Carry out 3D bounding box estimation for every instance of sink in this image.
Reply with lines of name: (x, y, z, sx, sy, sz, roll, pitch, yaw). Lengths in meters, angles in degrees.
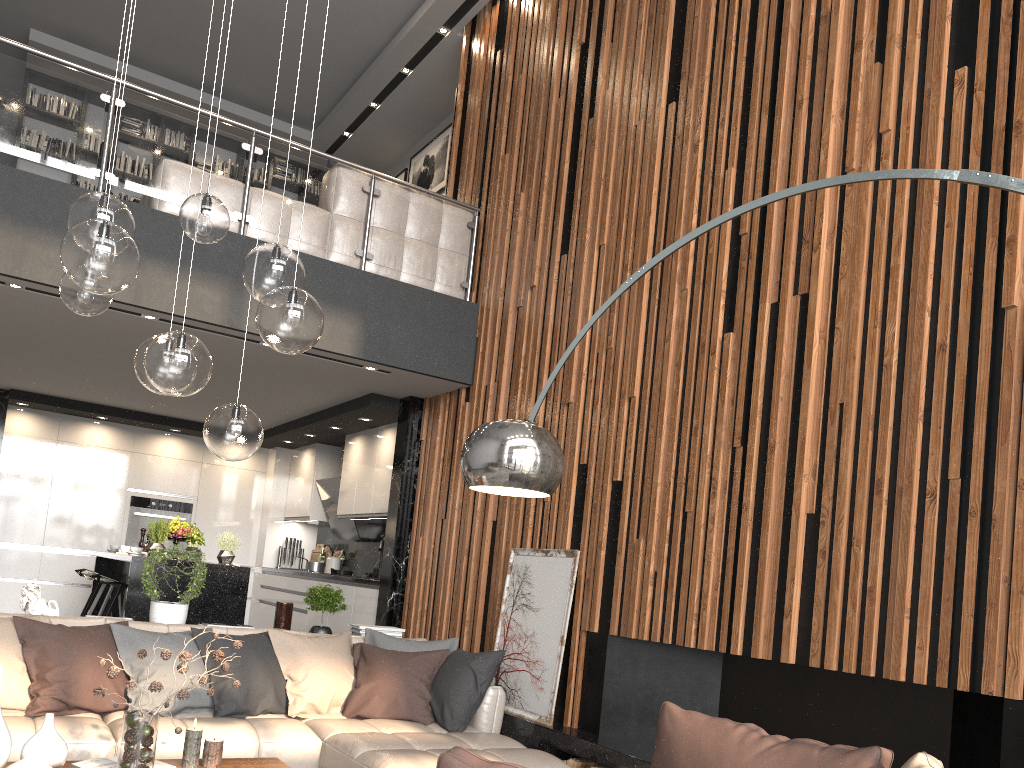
sink: (-1.375, 1.722, 8.234, 0.504, 0.537, 1.122, 11, -12, -30)

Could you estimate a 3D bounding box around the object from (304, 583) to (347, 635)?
object: (-1.245, 1.516, 5.758, 0.308, 0.402, 0.277, 3, -7, 19)

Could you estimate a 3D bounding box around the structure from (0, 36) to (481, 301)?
structure: (-2.920, -1.140, 6.832, 4.278, 0.727, 3.406, 13, -15, -30)

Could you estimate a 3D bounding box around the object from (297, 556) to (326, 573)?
object: (-2.108, 1.908, 9.230, 0.203, 0.151, 0.349, 14, -14, -39)

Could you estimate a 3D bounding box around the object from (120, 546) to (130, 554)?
object: (-3.394, 1.457, 7.680, 0.077, 0.069, 0.086, 3, -10, 18)

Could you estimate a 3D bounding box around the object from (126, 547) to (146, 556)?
object: (-3.085, 1.376, 7.185, 0.155, 0.069, 0.159, 0, -13, 27)

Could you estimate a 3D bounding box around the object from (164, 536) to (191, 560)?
object: (-2.812, 1.373, 7.311, 0.366, 0.185, 0.376, 1, -12, 22)

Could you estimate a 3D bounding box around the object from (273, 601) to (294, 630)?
object: (-1.470, 1.530, 5.612, 0.110, 0.264, 0.109, 8, -6, -25)

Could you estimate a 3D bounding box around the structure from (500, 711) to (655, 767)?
structure: (0.911, 2.054, 4.217, 0.675, 0.450, 6.590, 12, -14, -30)

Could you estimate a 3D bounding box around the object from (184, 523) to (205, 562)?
object: (-2.556, 1.273, 7.033, 0.180, 0.307, 0.174, 8, -7, -20)

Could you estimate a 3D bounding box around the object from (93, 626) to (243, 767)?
object: (-1.227, 1.182, 3.224, 0.316, 0.593, 0.554, 2, -9, 30)

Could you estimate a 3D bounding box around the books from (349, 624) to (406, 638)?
books: (-0.918, 1.712, 5.906, 0.337, 0.148, 0.201, 13, -12, -30)

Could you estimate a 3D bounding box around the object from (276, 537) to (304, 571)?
object: (-2.559, 1.968, 10.143, 0.326, 0.367, 0.067, 11, -6, -31)

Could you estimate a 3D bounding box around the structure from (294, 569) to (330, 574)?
structure: (-1.926, 1.967, 9.074, 0.517, 0.059, 0.606, 13, -15, -30)

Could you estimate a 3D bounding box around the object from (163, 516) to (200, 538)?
object: (-2.793, 1.214, 7.334, 0.352, 0.211, 0.321, 13, -12, -33)

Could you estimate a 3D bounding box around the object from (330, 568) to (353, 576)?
object: (-1.790, 1.921, 8.966, 0.232, 0.059, 0.359, -4, -16, 36)

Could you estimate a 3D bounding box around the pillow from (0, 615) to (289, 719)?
pillow: (-1.972, 1.470, 4.530, 1.968, 0.491, 0.546, 14, -12, -32)

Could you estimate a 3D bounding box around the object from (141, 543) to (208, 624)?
object: (-2.045, 1.238, 5.257, 0.215, 0.567, 0.392, 2, -8, 39)

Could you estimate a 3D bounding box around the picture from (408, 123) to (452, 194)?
picture: (-0.840, -2.139, 8.821, 0.025, 0.644, 0.999, 8, -10, -30)

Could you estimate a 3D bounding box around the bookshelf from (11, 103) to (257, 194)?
bookshelf: (-3.459, -1.466, 9.489, 3.567, 2.476, 0.249, 12, -7, -31)

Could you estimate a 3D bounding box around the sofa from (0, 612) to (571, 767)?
sofa: (-1.418, 1.656, 4.303, 3.287, 0.805, 1.892, 13, -14, -31)

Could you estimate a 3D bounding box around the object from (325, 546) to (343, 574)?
object: (-1.936, 1.917, 9.516, 0.177, 0.300, 0.159, 9, -7, -28)

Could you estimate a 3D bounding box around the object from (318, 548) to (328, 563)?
object: (-2.115, 1.973, 9.793, 0.090, 0.279, 0.082, 9, -6, -31)

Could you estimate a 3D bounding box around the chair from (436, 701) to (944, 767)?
chair: (0.317, 1.287, 2.127, 1.482, 0.884, 1.474, 7, -11, -4)

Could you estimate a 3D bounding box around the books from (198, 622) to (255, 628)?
books: (-1.788, 1.539, 5.428, 0.329, 0.097, 0.206, 13, -14, -31)

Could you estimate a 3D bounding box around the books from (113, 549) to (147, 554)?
books: (-3.473, 1.549, 8.036, 0.327, 0.037, 0.174, 14, -15, -31)

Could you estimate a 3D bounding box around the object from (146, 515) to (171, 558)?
object: (-2.784, 1.194, 6.917, 0.196, 0.363, 0.190, 4, -6, 14)

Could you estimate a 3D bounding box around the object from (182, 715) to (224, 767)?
object: (-1.251, 1.453, 3.560, 0.154, 0.208, 0.078, 9, -6, -21)

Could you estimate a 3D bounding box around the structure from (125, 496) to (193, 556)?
structure: (-4.067, 1.639, 9.960, 0.663, 0.622, 0.656, 11, -10, -31)

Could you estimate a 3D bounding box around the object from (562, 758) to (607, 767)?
object: (1.383, 1.909, 3.109, 0.441, 0.383, 4.077, 11, -14, -29)

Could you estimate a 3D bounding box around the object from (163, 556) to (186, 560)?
object: (-3.311, 1.717, 8.667, 0.294, 0.030, 0.404, 13, -15, -30)

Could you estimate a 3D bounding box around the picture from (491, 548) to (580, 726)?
picture: (0.111, 1.477, 5.235, 0.102, 0.983, 0.733, 8, -7, -30)

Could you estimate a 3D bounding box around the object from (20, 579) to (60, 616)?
object: (-2.630, 1.237, 4.887, 0.208, 0.285, 0.137, 7, -6, -12)

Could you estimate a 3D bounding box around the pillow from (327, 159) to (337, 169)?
pillow: (-1.184, -1.189, 6.932, 0.761, 0.537, 1.415, 6, -12, 0)

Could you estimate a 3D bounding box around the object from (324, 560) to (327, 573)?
object: (-2.087, 2.018, 9.716, 0.182, 0.160, 0.275, 11, -12, -30)

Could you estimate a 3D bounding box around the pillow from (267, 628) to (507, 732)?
pillow: (-0.745, 1.748, 5.162, 1.383, 0.539, 0.777, 6, -10, -1)

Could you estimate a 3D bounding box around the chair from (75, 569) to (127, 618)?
chair: (-3.545, 2.001, 7.571, 0.439, 0.724, 1.743, 10, -12, -30)

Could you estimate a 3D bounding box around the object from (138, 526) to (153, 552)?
object: (-3.536, 1.538, 8.545, 0.200, 0.279, 0.153, -1, -9, 42)

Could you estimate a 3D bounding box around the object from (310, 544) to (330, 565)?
object: (-2.223, 2.005, 10.074, 0.099, 0.325, 0.404, 9, -10, -30)

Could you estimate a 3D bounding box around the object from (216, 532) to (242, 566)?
object: (-2.334, 1.348, 7.200, 0.222, 0.280, 0.213, 8, -8, -18)

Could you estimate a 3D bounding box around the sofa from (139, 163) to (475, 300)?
sofa: (-1.804, -1.019, 6.933, 2.307, 0.768, 2.307, 13, -14, -30)

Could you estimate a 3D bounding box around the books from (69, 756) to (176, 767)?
books: (-1.482, 1.466, 3.348, 0.231, 0.039, 0.350, -3, -16, 35)

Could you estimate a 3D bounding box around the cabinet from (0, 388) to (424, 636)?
cabinet: (-2.997, 1.152, 8.078, 3.666, 3.188, 6.256, 11, -12, -30)

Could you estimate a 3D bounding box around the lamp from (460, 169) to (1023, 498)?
lamp: (0.660, 0.610, 2.162, 2.030, 2.299, 0.325, 0, -7, 35)

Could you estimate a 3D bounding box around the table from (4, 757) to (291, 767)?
table: (-1.433, 1.607, 3.089, 1.472, 0.349, 0.905, 13, -14, -31)

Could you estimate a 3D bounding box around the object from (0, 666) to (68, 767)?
object: (-1.742, 1.197, 3.081, 0.317, 0.391, 0.324, 7, -8, -12)

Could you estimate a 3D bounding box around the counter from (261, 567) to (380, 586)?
counter: (-1.702, 1.925, 8.706, 0.618, 0.039, 3.488, 13, -15, -29)

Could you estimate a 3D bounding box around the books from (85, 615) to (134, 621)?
books: (-2.343, 1.410, 5.091, 0.353, 0.098, 0.195, 13, -13, -31)

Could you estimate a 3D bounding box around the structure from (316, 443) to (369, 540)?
structure: (-1.751, 1.115, 9.188, 0.418, 1.014, 0.742, 9, -8, -31)

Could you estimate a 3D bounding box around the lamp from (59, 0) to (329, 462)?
lamp: (-1.013, -2.227, 3.375, 1.246, 4.921, 1.233, 9, -5, -34)

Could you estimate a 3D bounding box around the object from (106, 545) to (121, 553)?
object: (-3.726, 1.553, 8.224, 0.155, 0.069, 0.159, 0, -13, 27)

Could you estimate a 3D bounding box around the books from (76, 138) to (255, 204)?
books: (-3.449, -1.510, 9.485, 3.484, 2.294, 0.213, 12, -7, -31)

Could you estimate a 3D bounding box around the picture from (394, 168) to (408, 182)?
picture: (-1.398, -1.759, 9.671, 0.025, 0.977, 0.878, 8, -8, -30)
